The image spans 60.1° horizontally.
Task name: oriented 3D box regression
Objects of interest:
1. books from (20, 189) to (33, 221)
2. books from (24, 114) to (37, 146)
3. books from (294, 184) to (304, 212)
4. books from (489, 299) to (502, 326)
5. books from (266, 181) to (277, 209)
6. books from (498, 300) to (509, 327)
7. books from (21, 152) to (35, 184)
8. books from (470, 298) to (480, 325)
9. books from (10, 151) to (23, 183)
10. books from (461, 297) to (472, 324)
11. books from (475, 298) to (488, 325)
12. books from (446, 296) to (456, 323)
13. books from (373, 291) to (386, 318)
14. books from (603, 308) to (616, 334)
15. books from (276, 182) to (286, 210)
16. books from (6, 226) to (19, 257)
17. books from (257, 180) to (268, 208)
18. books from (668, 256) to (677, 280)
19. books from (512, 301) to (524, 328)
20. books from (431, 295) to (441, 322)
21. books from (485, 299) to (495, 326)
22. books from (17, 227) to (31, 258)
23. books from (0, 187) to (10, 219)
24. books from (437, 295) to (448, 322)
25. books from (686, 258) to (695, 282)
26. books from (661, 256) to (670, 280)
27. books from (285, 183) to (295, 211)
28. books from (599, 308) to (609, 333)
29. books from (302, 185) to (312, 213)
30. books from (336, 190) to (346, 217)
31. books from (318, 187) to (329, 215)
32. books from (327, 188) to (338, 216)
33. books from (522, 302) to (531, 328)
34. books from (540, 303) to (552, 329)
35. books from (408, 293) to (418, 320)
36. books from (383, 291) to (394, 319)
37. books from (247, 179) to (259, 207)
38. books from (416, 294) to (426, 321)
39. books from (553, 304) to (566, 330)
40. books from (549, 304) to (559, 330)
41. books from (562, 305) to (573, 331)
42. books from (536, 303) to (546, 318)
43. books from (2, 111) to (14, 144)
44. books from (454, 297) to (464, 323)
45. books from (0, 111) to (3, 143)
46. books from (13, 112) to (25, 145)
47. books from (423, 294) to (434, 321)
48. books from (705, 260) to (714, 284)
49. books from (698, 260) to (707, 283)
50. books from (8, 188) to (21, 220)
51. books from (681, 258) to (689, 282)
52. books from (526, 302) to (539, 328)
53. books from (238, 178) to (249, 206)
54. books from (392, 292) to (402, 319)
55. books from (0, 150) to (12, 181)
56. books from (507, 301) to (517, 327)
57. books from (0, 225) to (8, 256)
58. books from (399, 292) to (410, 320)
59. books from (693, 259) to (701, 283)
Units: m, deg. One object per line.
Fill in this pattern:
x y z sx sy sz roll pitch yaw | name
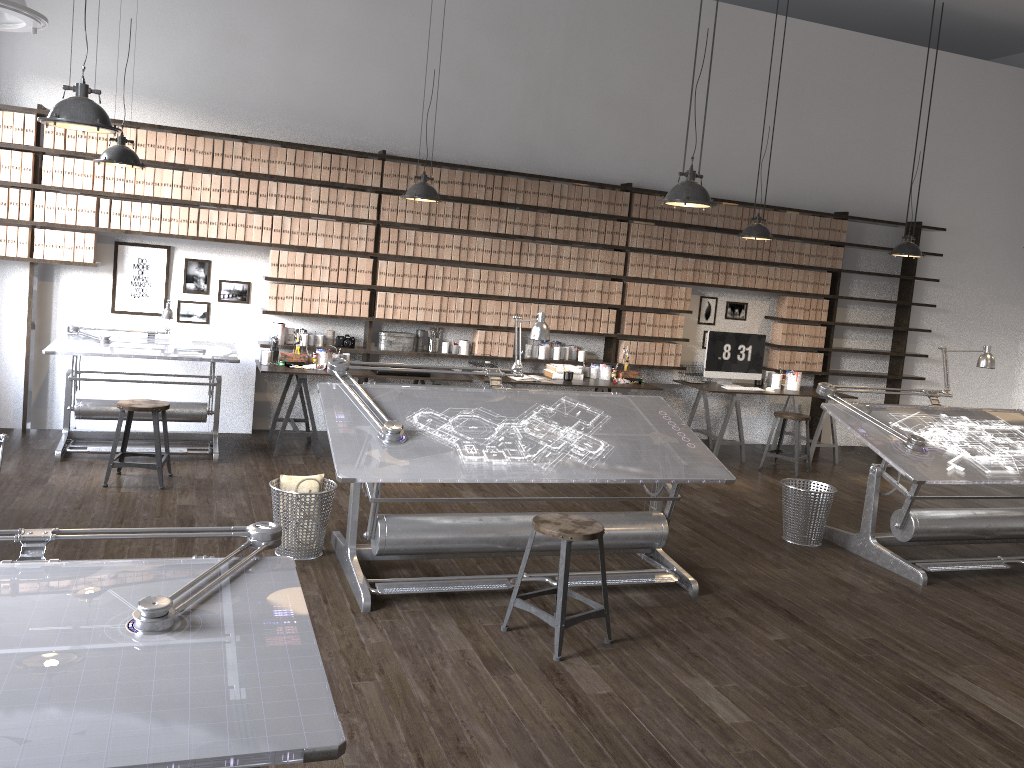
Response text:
-3.627 -1.335 6.626 0.066 0.224 0.175 3 6 -20 | books
-3.568 -1.879 6.581 0.066 0.224 0.175 4 6 -20 | books
-1.760 -1.519 7.272 0.067 0.225 0.175 4 6 -20 | books
-0.161 -0.640 7.951 0.067 0.225 0.175 4 6 -20 | books
-1.956 -1.528 7.202 0.066 0.224 0.175 4 6 -20 | books
-0.093 -0.637 7.976 0.066 0.224 0.175 3 6 -20 | books
-3.601 -1.606 6.604 0.066 0.224 0.175 3 6 -20 | books
-0.351 -0.648 7.883 0.067 0.225 0.175 3 6 -20 | books
-3.668 -1.609 6.579 0.066 0.224 0.175 3 6 -20 | books
-0.424 -0.652 7.862 0.066 0.224 0.175 4 6 -20 | books
-0.284 -0.646 7.914 0.066 0.224 0.175 4 6 -20 | books
-0.556 -0.658 7.813 0.066 0.224 0.175 3 6 -20 | books
-1.138 -0.682 7.594 0.066 0.224 0.175 4 6 -20 | books
0.906 -0.594 8.346 0.066 0.224 0.175 3 6 -20 | books
-1.891 -1.526 7.230 0.066 0.224 0.175 3 6 -20 | books
-3.720 -1.063 6.617 0.066 0.224 0.175 3 6 -20 | books
-2.024 -1.531 7.182 0.066 0.224 0.175 4 6 -20 | books
1.497 -1.111 8.497 0.067 0.225 0.175 3 6 -20 | books
0.038 -0.632 8.032 0.066 0.224 0.175 4 6 -20 | books
-0.684 -0.663 7.760 0.067 0.225 0.175 4 6 -20 | books
-0.221 -0.643 7.934 0.066 0.224 0.175 3 6 -20 | books
-3.653 -1.061 6.645 0.066 0.224 0.175 3 6 -20 | books
-3.767 -1.342 6.575 0.066 0.224 0.175 3 6 -20 | books
-0.623 -0.661 7.789 0.066 0.224 0.175 3 6 -20 | books
1.686 -1.102 8.565 0.067 0.225 0.175 3 6 -20 | books
1.429 -1.114 8.476 0.066 0.224 0.175 4 6 -20 | books
-1.825 -1.523 7.255 0.066 0.224 0.175 3 6 -20 | books
0.834 -0.597 8.317 0.067 0.225 0.175 4 6 -20 | books
-1.698 -1.517 7.300 0.066 0.224 0.175 3 6 -20 | books
-1.441 -1.506 7.396 0.066 0.224 0.175 3 6 -20 | books
-1.570 -1.511 7.343 0.067 0.225 0.175 4 6 -20 | books
-1.506 -1.509 7.371 0.066 0.224 0.175 3 6 -20 | books
0.104 -0.629 8.054 0.066 0.224 0.175 4 6 -20 | books
0.297 -0.621 8.124 0.066 0.224 0.175 4 6 -20 | books
-0.874 -0.671 7.692 0.067 0.225 0.175 4 6 -20 | books
-1.071 -0.680 7.622 0.066 0.224 0.175 4 6 -20 | books
-2.093 -1.534 7.151 0.067 0.225 0.175 3 6 -20 | books
-0.807 -0.668 7.719 0.066 0.224 0.175 3 6 -20 | books
0.422 -0.615 8.171 0.066 0.224 0.175 4 6 -20 | books
0.361 -0.617 8.143 0.067 0.225 0.175 3 6 -20 | books
0.489 -0.612 8.196 0.066 0.224 0.175 4 6 -20 | books
0.238 -0.623 8.101 0.066 0.224 0.175 4 6 -20 | books
-3.703 -1.885 6.534 0.066 0.224 0.175 4 6 -20 | books
-0.489 -0.654 7.834 0.066 0.224 0.175 4 6 -20 | books
-3.769 -1.888 6.512 0.066 0.224 0.175 4 6 -20 | books
-3.635 -1.882 6.554 0.067 0.225 0.175 3 6 -20 | books
-0.748 -0.666 7.742 0.066 0.224 0.175 3 6 -20 | books
1.882 -1.094 8.638 0.066 0.224 0.175 3 6 -20 | books
1.814 -1.097 8.618 0.066 0.224 0.175 4 6 -20 | books
-3.695 -1.338 6.596 0.067 0.225 0.175 4 6 -20 | books
1.622 -1.106 8.546 0.066 0.224 0.175 4 6 -20 | books
0.171 -0.626 8.075 0.067 0.225 0.175 3 6 -20 | books
-2.164 -1.537 7.131 0.066 0.224 0.175 4 6 -20 | books
-1.007 -0.678 7.649 0.066 0.224 0.175 3 6 -20 | books
-3.729 -1.610 6.551 0.067 0.225 0.175 4 6 -20 | books
-0.026 -0.634 8.004 0.066 0.224 0.175 3 6 -20 | books
-3.787 -1.066 6.592 0.067 0.225 0.175 4 6 -20 | books
-0.941 -0.675 7.671 0.066 0.224 0.175 3 6 -20 | books
1.748 -1.100 8.594 0.066 0.224 0.175 4 6 -20 | books
